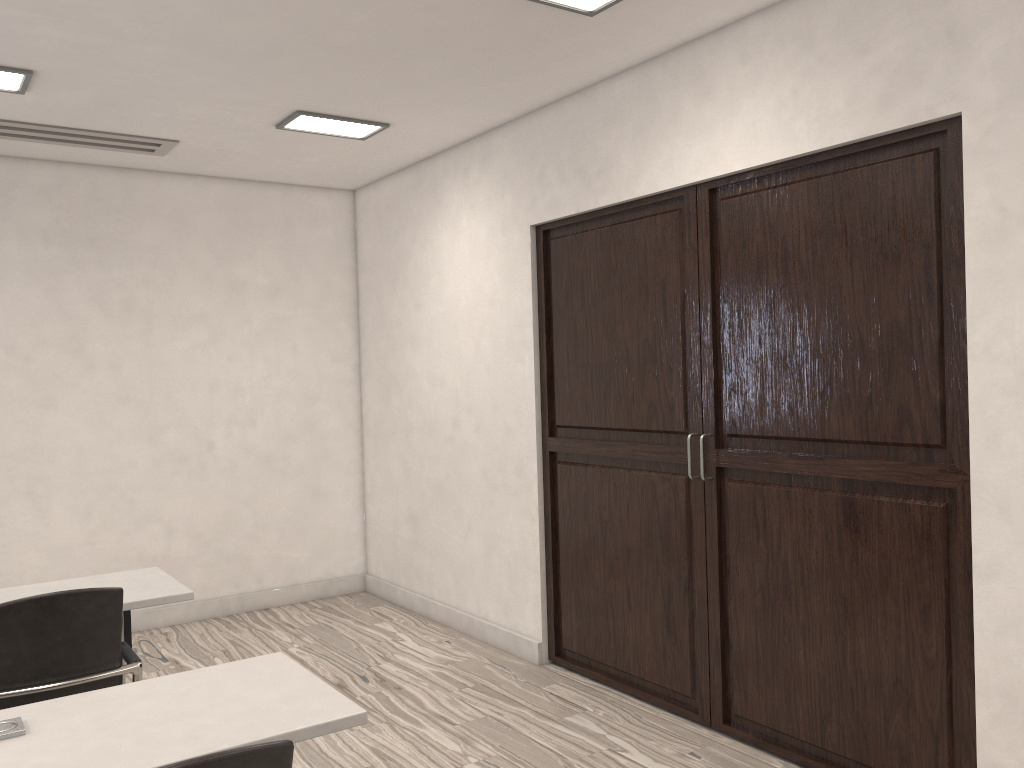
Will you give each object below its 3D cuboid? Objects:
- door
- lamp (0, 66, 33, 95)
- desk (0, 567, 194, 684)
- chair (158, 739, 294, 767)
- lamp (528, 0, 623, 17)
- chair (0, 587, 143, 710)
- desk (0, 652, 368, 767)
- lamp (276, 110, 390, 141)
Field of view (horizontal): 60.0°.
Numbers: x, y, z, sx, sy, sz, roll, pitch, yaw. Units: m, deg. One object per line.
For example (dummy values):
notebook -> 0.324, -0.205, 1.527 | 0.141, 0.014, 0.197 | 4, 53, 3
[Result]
door -> 0.856, 0.309, 3.814 | 0.200, 2.323, 2.329 | -2, 1, -35
lamp -> -2.378, -1.389, 3.818 | 0.519, 0.120, 0.324 | -2, 1, -35
desk -> -1.958, 1.185, 3.119 | 1.509, 0.795, 0.577 | -2, 1, -35
chair -> -0.696, 1.092, 1.726 | 0.513, 0.939, 0.638 | -2, 1, -34
lamp -> 0.182, -1.457, 3.114 | 0.519, 0.120, 0.324 | -2, 1, -35
chair -> -1.539, 1.102, 2.962 | 0.513, 0.939, 0.638 | -2, 1, -34
desk -> -1.110, 1.175, 1.886 | 1.509, 0.795, 0.577 | -2, 1, -35
lamp -> -0.969, -1.443, 4.788 | 0.519, 0.120, 0.324 | -2, 1, -35
